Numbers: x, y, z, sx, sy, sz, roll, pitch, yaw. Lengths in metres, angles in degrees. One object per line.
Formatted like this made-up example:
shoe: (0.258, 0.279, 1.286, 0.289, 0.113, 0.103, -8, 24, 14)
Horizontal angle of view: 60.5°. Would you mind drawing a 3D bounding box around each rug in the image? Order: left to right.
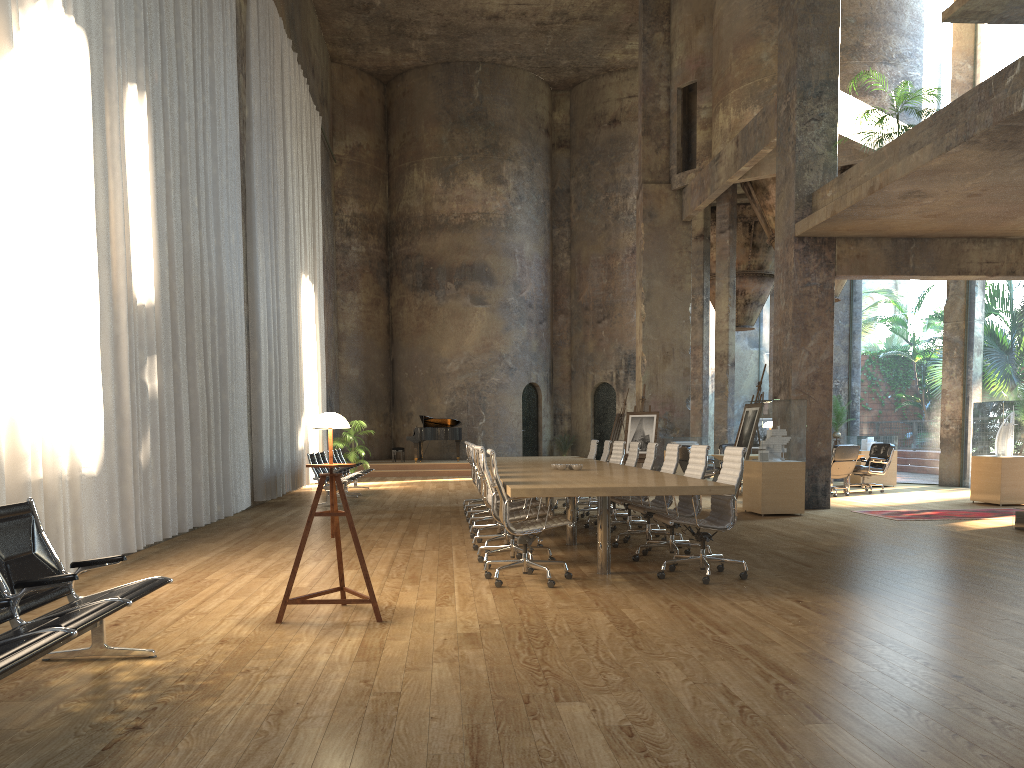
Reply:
rug: (6.009, 1.738, 11.753, 2.462, 0.009, 1.341, 0, -3, -4)

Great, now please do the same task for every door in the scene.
door: (0.502, 1.109, 26.517, 0.091, 2.314, 0.898, 4, 6, 44)
door: (2.862, 1.266, 26.696, 0.900, 2.652, 0.110, 2, 5, 38)

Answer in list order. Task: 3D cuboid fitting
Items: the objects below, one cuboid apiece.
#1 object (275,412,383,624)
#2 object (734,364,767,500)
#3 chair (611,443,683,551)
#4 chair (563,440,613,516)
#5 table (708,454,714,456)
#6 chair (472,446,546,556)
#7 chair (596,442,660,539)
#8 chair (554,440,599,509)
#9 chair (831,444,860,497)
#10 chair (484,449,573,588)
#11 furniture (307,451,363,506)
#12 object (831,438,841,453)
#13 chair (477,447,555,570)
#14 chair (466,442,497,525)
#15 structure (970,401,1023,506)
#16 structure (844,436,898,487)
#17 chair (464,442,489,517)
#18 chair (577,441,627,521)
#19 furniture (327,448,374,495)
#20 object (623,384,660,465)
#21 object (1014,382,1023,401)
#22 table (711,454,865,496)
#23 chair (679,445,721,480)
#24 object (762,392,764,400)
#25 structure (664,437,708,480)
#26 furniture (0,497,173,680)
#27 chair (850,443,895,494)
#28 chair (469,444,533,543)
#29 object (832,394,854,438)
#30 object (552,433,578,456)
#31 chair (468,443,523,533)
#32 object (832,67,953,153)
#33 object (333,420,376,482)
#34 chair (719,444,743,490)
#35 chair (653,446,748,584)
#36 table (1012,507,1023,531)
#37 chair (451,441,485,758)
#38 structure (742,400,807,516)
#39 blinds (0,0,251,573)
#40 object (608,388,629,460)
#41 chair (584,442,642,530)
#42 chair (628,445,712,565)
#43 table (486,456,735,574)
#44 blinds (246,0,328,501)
object: (-1.043, 0.823, 5.458, 0.570, 1.307, 0.654, 1, 4, 29)
object: (3.486, 0.781, 12.883, 0.684, 2.163, 0.695, -1, 4, -5)
chair: (1.337, 1.108, 8.728, 0.699, 1.033, 0.661, 0, 2, 1)
chair: (1.066, 1.303, 12.277, 0.699, 1.033, 0.661, 0, 2, 4)
table: (4.299, 2.044, 22.058, 1.870, 0.550, 0.937, 0, -1, -4)
chair: (-0.038, 1.107, 8.494, 0.699, 1.033, 0.661, -1, 2, -5)
chair: (1.267, 1.157, 9.622, 0.699, 1.033, 0.661, 0, 2, 4)
chair: (0.966, 1.350, 13.134, 0.699, 1.033, 0.661, 0, 2, 1)
chair: (5.503, 1.492, 15.224, 0.728, 0.899, 0.818, -1, 1, -31)
chair: (0.120, 1.013, 6.785, 0.699, 1.033, 0.661, 0, 2, 1)
furniture: (-2.942, 1.564, 14.794, 0.708, 0.846, 1.864, -1, -2, -4)
object: (6.983, 1.626, 18.662, 0.570, 0.980, 0.655, 1, 3, 32)
chair: (0.026, 1.060, 7.642, 0.699, 1.033, 0.661, 0, 2, 4)
chair: (-0.254, 1.255, 11.190, 0.699, 1.033, 0.661, 0, 2, 1)
structure: (7.420, 1.039, 13.222, 0.594, 1.559, 0.737, -1, 3, -4)
structure: (7.199, 1.548, 17.667, 0.735, 1.022, 0.739, -1, 2, -4)
chair: (-0.325, 1.305, 12.103, 0.699, 1.033, 0.661, -1, 2, -1)
chair: (1.139, 1.256, 11.426, 0.699, 1.033, 0.661, -1, 2, -5)
furniture: (-3.121, 1.694, 17.169, 0.708, 0.846, 1.864, -1, -2, -4)
object: (2.642, 1.060, 17.898, 0.701, 2.163, 0.679, 2, 4, 28)
object: (8.014, 0.397, 13.693, 0.687, 0.946, 0.855, -1, 1, -14)
table: (4.944, 1.627, 15.880, 2.409, 0.705, 1.100, 0, -1, -4)
chair: (3.392, 1.539, 15.769, 0.820, 0.899, 0.726, -1, 2, -8)
object: (6.325, 1.265, 22.234, 0.701, 2.163, 0.679, 1, 4, 25)
structure: (3.693, 1.635, 18.718, 0.743, 1.022, 0.731, -1, 2, -4)
furniture: (-2.042, 0.950, 3.636, 0.708, 0.846, 1.864, -1, -2, -4)
chair: (6.429, 1.525, 15.980, 0.820, 0.899, 0.726, -1, 2, -10)
chair: (-0.120, 1.158, 9.421, 0.699, 1.033, 0.661, 0, 2, 1)
object: (6.814, 0.676, 18.653, 0.858, 0.947, 0.684, -1, 2, -2)
object: (1.651, 1.958, 27.083, 0.912, 0.998, 0.902, 0, 1, 7)
chair: (-0.184, 1.206, 10.296, 0.699, 1.033, 0.661, 0, 2, 4)
object: (5.128, -3.202, 11.747, 1.401, 1.823, 1.348, 0, 2, 2)
object: (-3.746, 1.583, 20.625, 1.091, 1.468, 1.123, -1, 2, -13)
chair: (4.283, 1.576, 16.586, 0.729, 0.899, 0.817, 0, 1, 2)
chair: (1.478, 1.006, 6.872, 0.699, 1.033, 0.661, 0, 2, 1)
table: (6.160, 1.521, 9.884, 0.859, 0.248, 0.368, 0, -1, -4)
chair: (2.441, 1.348, 13.197, 12.948, 1.038, 31.384, 0, -3, -4)
structure: (3.576, 1.006, 12.019, 0.594, 1.559, 0.737, -1, 3, -4)
blinds: (-3.622, -2.728, 8.924, 0.275, 8.706, 7.787, -1, 1, -3)
object: (2.395, 1.164, 19.769, 0.684, 2.163, 0.696, 1, 4, 22)
chair: (1.204, 1.205, 10.498, 0.699, 1.033, 0.661, 0, 2, 1)
chair: (1.408, 1.058, 7.816, 0.699, 1.033, 0.661, -1, 2, -1)
table: (0.501, 1.317, 10.036, 1.600, 0.763, 7.685, 0, -3, -4)
blinds: (-4.272, -2.255, 17.521, 0.275, 8.706, 7.787, -1, 1, -3)
